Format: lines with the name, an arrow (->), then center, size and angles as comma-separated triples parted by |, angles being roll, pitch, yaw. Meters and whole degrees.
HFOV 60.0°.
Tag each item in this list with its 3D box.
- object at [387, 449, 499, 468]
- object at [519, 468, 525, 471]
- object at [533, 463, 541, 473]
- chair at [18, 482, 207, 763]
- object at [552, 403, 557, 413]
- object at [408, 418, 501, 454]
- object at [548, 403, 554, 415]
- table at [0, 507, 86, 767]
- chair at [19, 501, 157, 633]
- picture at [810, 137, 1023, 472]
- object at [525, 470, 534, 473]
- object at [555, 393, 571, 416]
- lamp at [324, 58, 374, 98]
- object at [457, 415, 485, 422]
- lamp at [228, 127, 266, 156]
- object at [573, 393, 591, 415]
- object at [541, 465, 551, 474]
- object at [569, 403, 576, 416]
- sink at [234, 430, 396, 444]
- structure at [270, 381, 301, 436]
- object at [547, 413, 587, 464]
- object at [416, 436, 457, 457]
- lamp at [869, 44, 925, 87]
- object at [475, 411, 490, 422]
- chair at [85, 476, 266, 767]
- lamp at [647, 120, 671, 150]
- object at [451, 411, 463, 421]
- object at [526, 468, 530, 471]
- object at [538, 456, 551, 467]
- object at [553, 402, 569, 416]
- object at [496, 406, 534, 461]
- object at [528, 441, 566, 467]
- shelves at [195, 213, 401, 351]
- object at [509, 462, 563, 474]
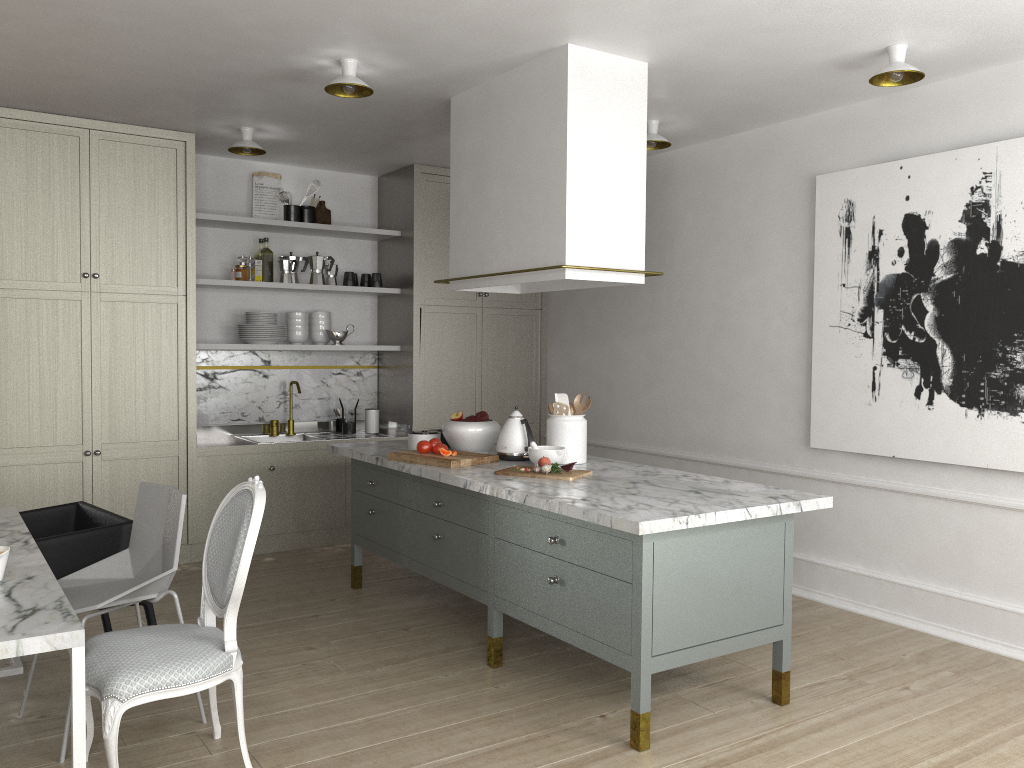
object -> -0.302, 0.319, 3.854 | 0.400, 0.030, 0.290 | 3, 3, 41
object -> 0.038, 0.335, 3.481 | 0.028, 0.010, 0.015 | 2, 3, 31
object -> 0.098, 0.324, 3.431 | 0.033, 0.037, 0.034 | 2, 3, 34
chair -> -1.297, 0.721, 2.861 | 0.439, 0.745, 0.470 | -2, 3, -44
object -> 0.234, 0.208, 3.883 | 0.118, 0.250, 0.033 | 1, 2, 7
object -> -0.257, 0.242, 4.230 | 0.491, 0.156, 0.364 | 2, 3, 33
object -> 0.205, 0.208, 3.843 | 0.117, 0.251, 0.061 | 2, 3, 36
table -> -1.806, 0.808, 2.482 | 0.870, 0.583, 1.781 | -1, 3, -34
chair -> -1.670, 0.778, 3.232 | 0.609, 0.597, 0.569 | -2, 3, -44
picture -> 1.905, -0.319, 3.673 | 0.039, 1.315, 1.545 | -1, 3, -34
object -> 0.068, 0.338, 3.436 | 0.043, 0.008, 0.059 | 1, 2, 8
object -> 0.237, 0.189, 3.854 | 0.064, 0.290, 0.141 | 0, 2, -20
lamp -> -0.662, -1.246, 3.603 | 0.197, 0.130, 0.197 | 1, 2, 1
object -> -0.194, 0.186, 4.135 | 0.135, 0.074, 0.154 | -1, 3, -38
lamp -> -1.416, -1.299, 4.739 | 0.197, 0.130, 0.197 | 1, 2, 1
object -> 0.276, 0.187, 3.878 | 0.131, 0.296, 0.056 | 0, 2, -14
object -> 0.131, 0.327, 3.408 | 0.035, 0.036, 0.037 | 3, 3, 44
object -> 0.268, 0.209, 3.882 | 0.050, 0.247, 0.114 | -1, 3, -29
sink -> -1.230, 0.415, 5.558 | 0.877, 0.174, 0.475 | -1, 3, -34
structure -> -1.431, 0.155, 5.583 | 0.167, 0.347, 0.195 | -1, 3, -26
object -> 0.237, 0.235, 3.846 | 0.174, 0.208, 0.174 | 0, 2, -16
object -> -0.315, 0.268, 3.847 | 0.135, 0.079, 0.194 | -2, 3, -45
lamp -> 1.466, -1.218, 3.377 | 0.197, 0.130, 0.197 | 3, 3, 41
object -> -0.136, 0.175, 4.134 | 0.071, 0.091, 0.167 | 0, 2, -8
chair -> -0.959, 0.689, 2.506 | 0.505, 0.833, 0.480 | -1, 3, -36
lamp -> 0.712, -1.270, 4.514 | 0.197, 0.130, 0.197 | -1, 3, -39
object -> -0.258, 0.153, 4.157 | 0.061, 0.048, 0.054 | 1, 2, 20
object -> 0.064, 0.333, 3.454 | 0.013, 0.017, 0.030 | -1, 3, -25
object -> 0.132, 0.314, 3.527 | 0.050, 0.051, 0.090 | 1, 2, 20
object -> 0.196, 0.204, 3.820 | 0.054, 0.262, 0.149 | 0, 2, -19
object -> 0.017, 0.217, 3.915 | 0.178, 0.236, 0.204 | 1, 2, 3
object -> 0.139, 0.290, 3.698 | 0.172, 0.110, 0.159 | 1, 2, 11
shelves -> -1.381, -0.602, 5.549 | 1.339, 0.775, 0.352 | -1, 3, -34
object -> 0.096, 0.327, 3.453 | 0.224, 0.058, 0.116 | 1, 2, 2
